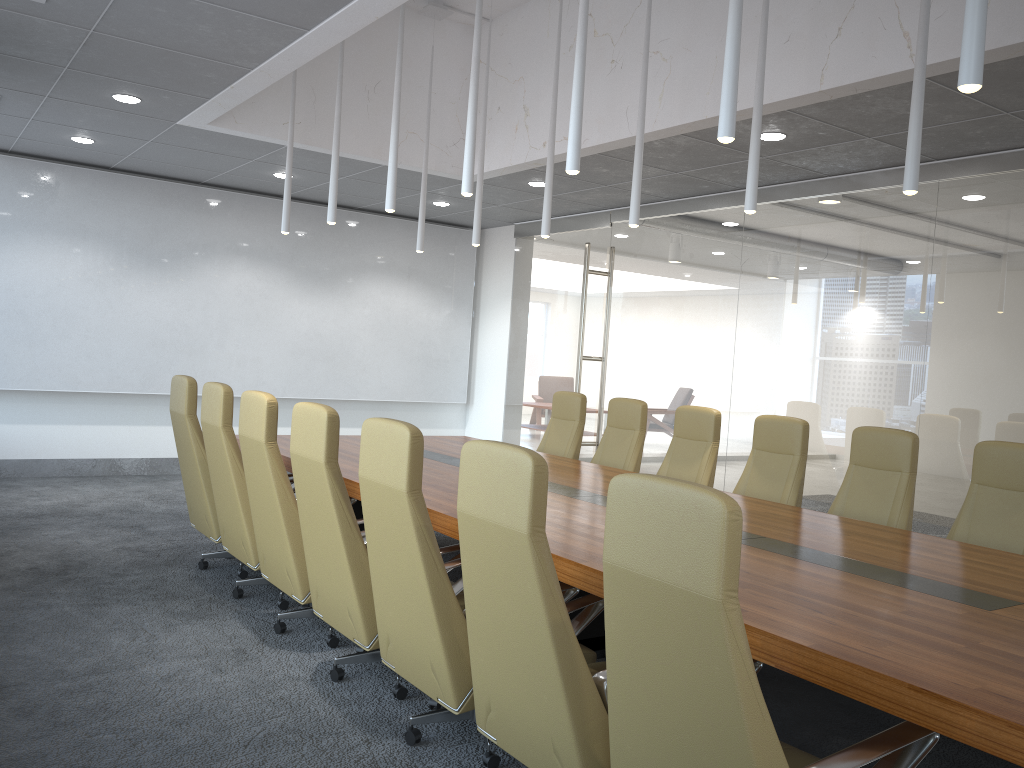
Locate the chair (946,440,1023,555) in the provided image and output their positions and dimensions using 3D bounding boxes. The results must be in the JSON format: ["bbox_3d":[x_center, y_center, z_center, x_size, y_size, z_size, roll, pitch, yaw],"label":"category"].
[{"bbox_3d":[2.409,1.011,4.722,0.955,1.406,0.711,3,2,-35],"label":"chair"}]

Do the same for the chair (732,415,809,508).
[{"bbox_3d":[1.501,0.909,6.031,0.955,1.406,0.711,3,2,-35],"label":"chair"}]

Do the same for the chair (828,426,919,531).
[{"bbox_3d":[1.956,0.960,5.375,0.955,1.406,0.711,3,2,-35],"label":"chair"}]

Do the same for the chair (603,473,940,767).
[{"bbox_3d":[0.728,0.964,2.581,0.955,1.406,0.711,3,2,-35],"label":"chair"}]

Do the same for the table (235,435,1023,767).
[{"bbox_3d":[0.416,1.114,5.288,2.300,0.895,6.500,3,2,-35],"label":"table"}]

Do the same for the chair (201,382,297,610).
[{"bbox_3d":[-1.540,0.708,5.852,0.955,1.406,0.711,3,2,-35],"label":"chair"}]

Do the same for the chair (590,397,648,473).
[{"bbox_3d":[0.589,0.806,7.347,0.955,1.406,0.711,3,2,-35],"label":"chair"}]

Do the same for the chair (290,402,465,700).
[{"bbox_3d":[-0.636,0.810,4.548,0.955,1.406,0.711,3,2,-35],"label":"chair"}]

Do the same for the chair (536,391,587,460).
[{"bbox_3d":[0.135,0.755,8.003,0.955,1.406,0.711,3,2,-35],"label":"chair"}]

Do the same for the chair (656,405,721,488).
[{"bbox_3d":[1.049,0.858,6.683,0.955,1.406,0.711,3,2,-35],"label":"chair"}]

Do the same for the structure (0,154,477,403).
[{"bbox_3d":[0.578,-0.640,5.268,6.600,2.466,13.989,3,2,-35],"label":"structure"}]

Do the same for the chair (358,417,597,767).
[{"bbox_3d":[-0.178,0.862,3.888,0.955,1.406,0.711,3,2,-35],"label":"chair"}]

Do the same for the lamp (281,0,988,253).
[{"bbox_3d":[0.643,-2.237,5.183,2.619,2.378,7.258,3,2,-35],"label":"lamp"}]

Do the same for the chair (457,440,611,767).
[{"bbox_3d":[0.282,0.914,3.225,0.955,1.406,0.711,3,2,-35],"label":"chair"}]

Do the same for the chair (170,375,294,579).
[{"bbox_3d":[-1.993,0.657,6.506,0.955,1.406,0.711,3,2,-35],"label":"chair"}]

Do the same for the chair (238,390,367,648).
[{"bbox_3d":[-1.098,0.758,5.215,0.955,1.406,0.711,3,2,-35],"label":"chair"}]
